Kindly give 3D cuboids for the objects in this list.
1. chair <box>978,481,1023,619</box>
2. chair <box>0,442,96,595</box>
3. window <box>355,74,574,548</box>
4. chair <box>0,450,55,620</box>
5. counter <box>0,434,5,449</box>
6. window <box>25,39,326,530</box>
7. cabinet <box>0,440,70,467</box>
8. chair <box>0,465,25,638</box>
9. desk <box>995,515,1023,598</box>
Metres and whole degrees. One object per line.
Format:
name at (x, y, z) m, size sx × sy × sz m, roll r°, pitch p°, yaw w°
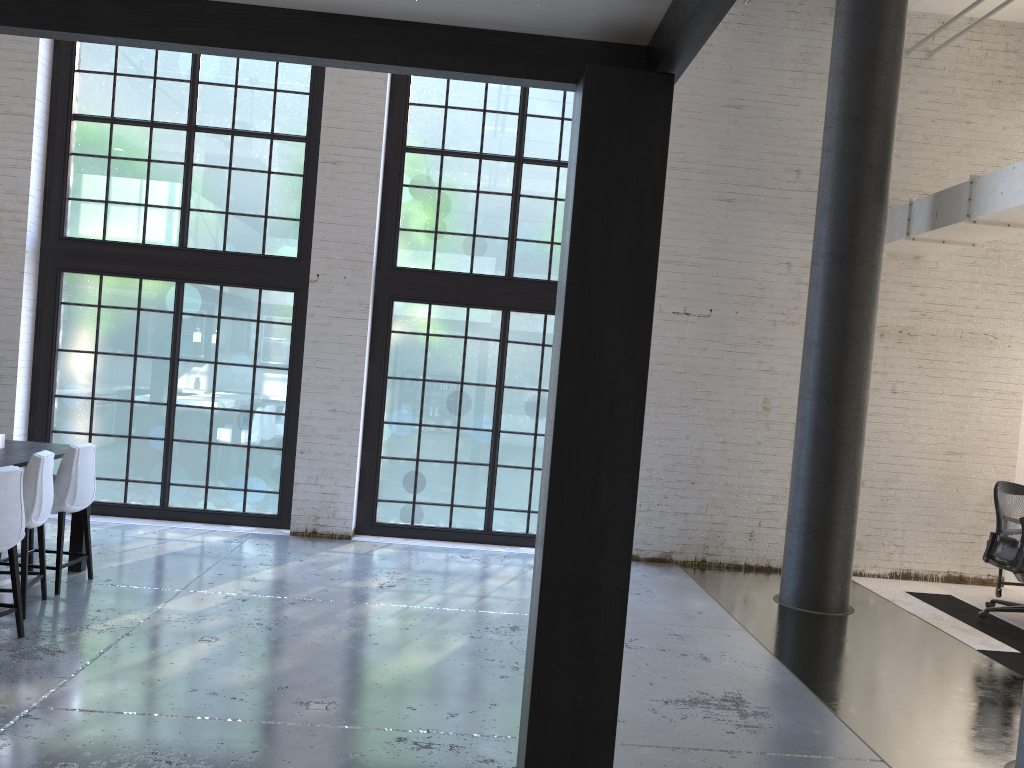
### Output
chair at (4.093, 1.326, 6.960) m, size 0.792 × 1.086 × 0.770 m, roll 4°, pitch 2°, yaw -19°
chair at (-3.029, 0.859, 5.783) m, size 0.501 × 0.985 × 0.579 m, roll 5°, pitch 2°, yaw 3°
window at (-0.026, -1.025, 8.310) m, size 2.491 × 5.182 × 0.137 m, roll 5°, pitch 2°, yaw -3°
chair at (-2.996, 0.872, 5.193) m, size 0.501 × 0.985 × 0.579 m, roll 4°, pitch 2°, yaw -12°
counter at (-3.720, 0.357, 4.585) m, size 0.977 × 0.095 × 2.292 m, roll 5°, pitch 1°, yaw -3°
window at (-3.025, -1.276, 8.154) m, size 2.491 × 5.182 × 0.137 m, roll 5°, pitch 2°, yaw -3°
cabinet at (-3.578, 0.864, 4.853) m, size 1.370 × 0.911 × 2.690 m, roll 5°, pitch 1°, yaw -3°
chair at (-2.832, 0.896, 4.562) m, size 0.501 × 0.985 × 0.579 m, roll 5°, pitch 2°, yaw 8°
desk at (4.555, 1.541, 7.087) m, size 0.529 × 0.725 × 1.400 m, roll 5°, pitch 1°, yaw -3°
